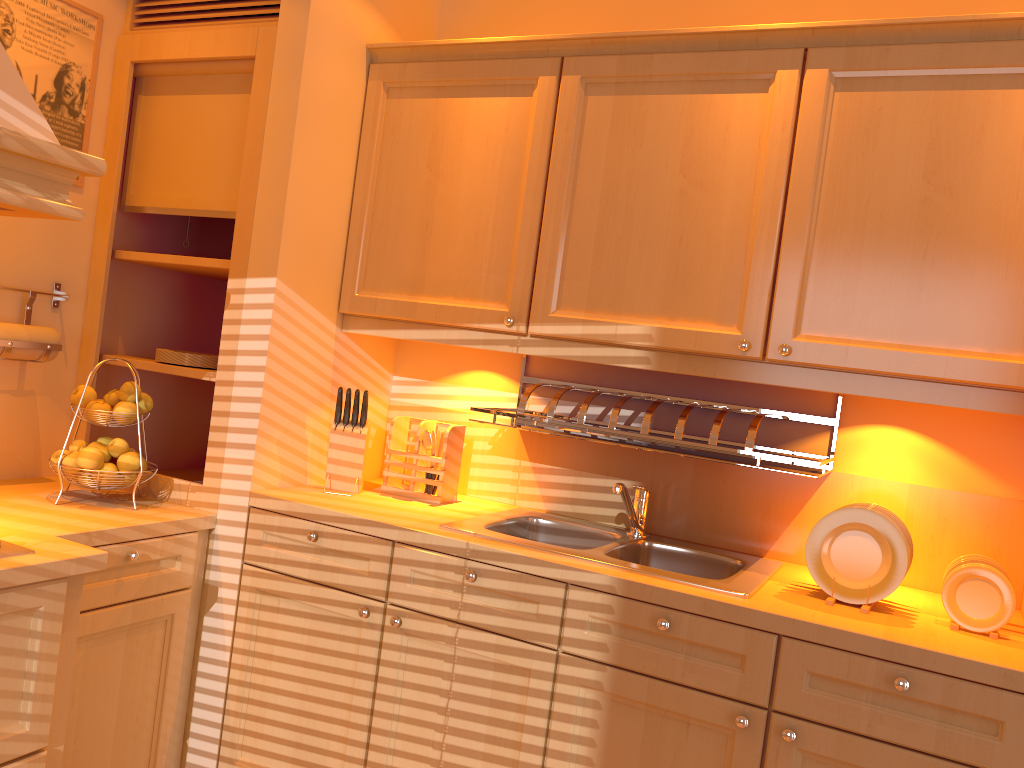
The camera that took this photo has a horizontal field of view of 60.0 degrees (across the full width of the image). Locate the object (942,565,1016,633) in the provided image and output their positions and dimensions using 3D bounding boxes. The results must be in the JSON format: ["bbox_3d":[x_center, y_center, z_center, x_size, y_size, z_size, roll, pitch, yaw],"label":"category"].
[{"bbox_3d":[0.940,0.432,1.788,0.133,0.129,0.037,8,1,26],"label":"object"}]

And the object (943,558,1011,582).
[{"bbox_3d":[0.989,0.436,1.886,0.133,0.129,0.037,8,1,26],"label":"object"}]

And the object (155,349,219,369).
[{"bbox_3d":[-0.933,-0.071,2.615,0.222,0.039,0.222,9,2,43],"label":"object"}]

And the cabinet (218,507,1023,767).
[{"bbox_3d":[0.769,0.585,1.917,3.000,1.700,0.625,8,1,26],"label":"cabinet"}]

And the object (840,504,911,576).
[{"bbox_3d":[0.773,0.368,1.965,0.205,0.200,0.049,8,1,27],"label":"object"}]

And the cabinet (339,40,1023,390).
[{"bbox_3d":[0.421,-0.439,2.287,1.792,0.712,0.332,8,1,26],"label":"cabinet"}]

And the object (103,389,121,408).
[{"bbox_3d":[-1.047,0.039,2.332,0.050,0.051,0.051,6,2,-40],"label":"object"}]

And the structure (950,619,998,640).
[{"bbox_3d":[0.969,0.498,1.864,0.084,0.010,0.219,8,1,27],"label":"structure"}]

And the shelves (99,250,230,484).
[{"bbox_3d":[-0.873,-0.005,2.750,0.600,0.702,0.582,8,1,26],"label":"shelves"}]

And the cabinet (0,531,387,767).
[{"bbox_3d":[-1.222,0.765,1.627,1.141,0.840,2.850,8,1,26],"label":"cabinet"}]

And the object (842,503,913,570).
[{"bbox_3d":[0.786,0.369,1.990,0.205,0.200,0.049,8,1,27],"label":"object"}]

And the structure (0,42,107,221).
[{"bbox_3d":[0.366,-0.645,1.512,4.091,1.148,1.061,7,1,-1],"label":"structure"}]

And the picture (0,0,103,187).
[{"bbox_3d":[-1.276,-0.813,2.366,0.007,0.491,0.366,8,1,26],"label":"picture"}]

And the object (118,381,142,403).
[{"bbox_3d":[-0.997,0.022,2.315,0.055,0.059,0.058,7,1,-18],"label":"object"}]

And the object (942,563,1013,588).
[{"bbox_3d":[0.952,0.433,1.812,0.133,0.129,0.037,8,1,26],"label":"object"}]

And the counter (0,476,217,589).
[{"bbox_3d":[-1.460,0.295,1.428,0.770,0.038,2.250,8,1,26],"label":"counter"}]

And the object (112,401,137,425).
[{"bbox_3d":[-1.003,0.074,2.303,0.063,0.063,0.064,9,2,42],"label":"object"}]

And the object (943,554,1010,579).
[{"bbox_3d":[1.014,0.439,1.935,0.133,0.129,0.037,8,1,28],"label":"object"}]

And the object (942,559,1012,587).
[{"bbox_3d":[0.977,0.435,1.861,0.133,0.129,0.037,8,1,26],"label":"object"}]

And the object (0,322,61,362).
[{"bbox_3d":[-1.306,-0.111,2.344,0.096,0.094,0.186,8,1,26],"label":"object"}]

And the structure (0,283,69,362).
[{"bbox_3d":[-1.309,-0.174,2.348,0.126,0.220,0.320,8,1,26],"label":"structure"}]

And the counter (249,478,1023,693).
[{"bbox_3d":[0.250,0.421,2.186,1.800,0.038,0.600,8,1,26],"label":"counter"}]

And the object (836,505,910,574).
[{"bbox_3d":[0.760,0.367,1.940,0.205,0.200,0.049,8,1,27],"label":"object"}]

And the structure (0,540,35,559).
[{"bbox_3d":[-1.333,0.268,1.507,0.494,0.051,0.797,8,1,26],"label":"structure"}]

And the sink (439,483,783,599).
[{"bbox_3d":[0.250,0.408,2.183,0.746,0.336,0.465,8,1,26],"label":"sink"}]

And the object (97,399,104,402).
[{"bbox_3d":[-1.090,0.068,2.344,0.057,0.056,0.051,7,1,-15],"label":"object"}]

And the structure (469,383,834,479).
[{"bbox_3d":[0.357,0.099,2.314,0.900,0.126,0.300,8,1,26],"label":"structure"}]

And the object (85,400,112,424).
[{"bbox_3d":[-1.068,0.073,2.290,0.064,0.058,0.063,7,1,-8],"label":"object"}]

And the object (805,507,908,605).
[{"bbox_3d":[0.733,0.365,1.891,0.205,0.200,0.049,8,1,27],"label":"object"}]

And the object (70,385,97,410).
[{"bbox_3d":[-1.112,0.034,2.303,0.063,0.064,0.061,8,2,35],"label":"object"}]

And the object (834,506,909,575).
[{"bbox_3d":[0.746,0.366,1.916,0.205,0.200,0.049,8,1,27],"label":"object"}]

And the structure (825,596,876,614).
[{"bbox_3d":[0.747,0.467,1.937,0.084,0.010,0.219,8,1,29],"label":"structure"}]
